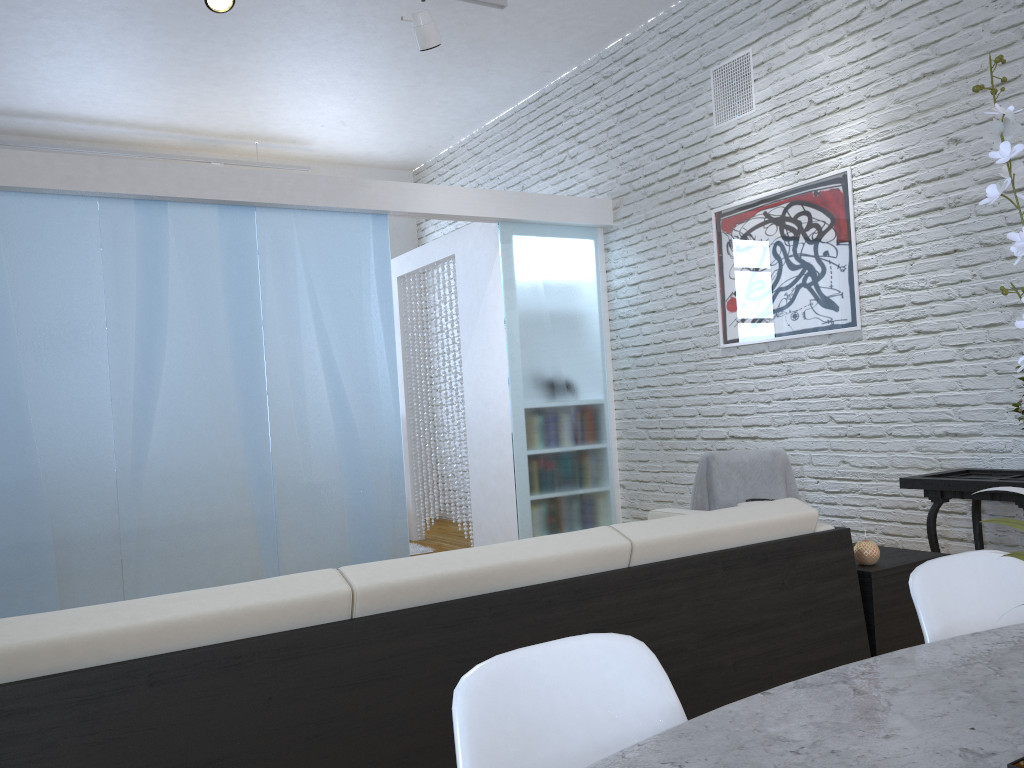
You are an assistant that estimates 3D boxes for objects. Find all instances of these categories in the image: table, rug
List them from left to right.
[{"bbox_3d":[-1.164,1.186,6.200,1.094,0.047,0.757,-3,-2,-31],"label":"rug"},{"bbox_3d":[1.896,0.638,3.410,0.440,0.578,0.564,-3,-1,-31],"label":"table"},{"bbox_3d":[0.663,0.612,0.575,1.908,0.622,1.072,-3,-2,-32],"label":"table"}]

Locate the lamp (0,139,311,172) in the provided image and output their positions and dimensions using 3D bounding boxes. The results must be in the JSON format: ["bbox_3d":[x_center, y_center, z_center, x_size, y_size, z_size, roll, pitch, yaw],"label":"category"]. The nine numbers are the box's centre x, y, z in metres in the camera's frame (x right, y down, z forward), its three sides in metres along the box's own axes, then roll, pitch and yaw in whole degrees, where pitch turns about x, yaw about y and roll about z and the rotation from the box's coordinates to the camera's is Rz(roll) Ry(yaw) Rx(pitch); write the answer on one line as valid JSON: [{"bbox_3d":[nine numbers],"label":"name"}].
[{"bbox_3d":[-3.017,-1.647,6.571,3.115,0.486,0.197,-3,-1,-33],"label":"lamp"}]

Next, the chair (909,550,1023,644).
[{"bbox_3d":[0.747,0.411,1.102,0.405,0.352,0.420,-3,-1,-27],"label":"chair"}]

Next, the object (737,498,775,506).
[{"bbox_3d":[1.131,0.565,4.028,0.232,0.085,0.224,-4,-1,5],"label":"object"}]

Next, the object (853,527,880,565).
[{"bbox_3d":[0.994,0.454,2.490,0.071,0.104,0.071,-4,0,-4],"label":"object"}]

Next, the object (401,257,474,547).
[{"bbox_3d":[-0.530,0.153,6.379,0.051,2.016,0.924,-4,0,-31],"label":"object"}]

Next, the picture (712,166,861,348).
[{"bbox_3d":[1.378,-0.611,4.557,0.010,0.769,0.921,-4,-1,-31],"label":"picture"}]

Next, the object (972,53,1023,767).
[{"bbox_3d":[0.459,0.002,0.669,0.166,0.638,0.202,-4,0,-3],"label":"object"}]

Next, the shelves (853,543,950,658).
[{"bbox_3d":[0.943,0.744,2.784,0.349,0.451,0.731,-3,-1,-31],"label":"shelves"}]

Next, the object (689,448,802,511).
[{"bbox_3d":[1.116,0.654,4.109,0.645,0.687,0.635,-4,-1,8],"label":"object"}]

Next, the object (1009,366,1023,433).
[{"bbox_3d":[2.011,0.143,3.353,0.175,0.436,0.237,-4,0,-6],"label":"object"}]

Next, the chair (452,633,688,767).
[{"bbox_3d":[0.154,0.440,0.772,0.405,0.352,0.420,-3,-1,-32],"label":"chair"}]

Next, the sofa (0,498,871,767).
[{"bbox_3d":[-0.530,0.736,2.716,5.332,0.679,9.735,-3,-2,-31],"label":"sofa"}]

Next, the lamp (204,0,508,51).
[{"bbox_3d":[-1.360,-1.837,3.797,3.115,0.486,0.205,-3,-1,-33],"label":"lamp"}]

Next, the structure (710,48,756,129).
[{"bbox_3d":[1.191,-1.586,4.780,0.010,0.334,0.308,-4,-1,-31],"label":"structure"}]
